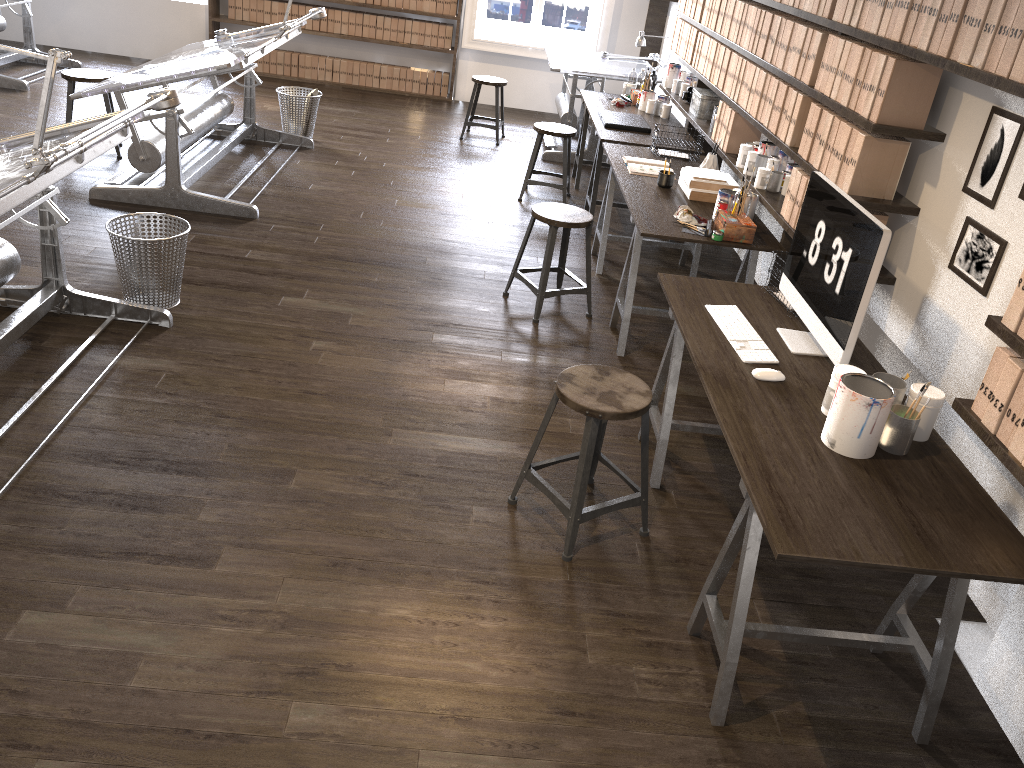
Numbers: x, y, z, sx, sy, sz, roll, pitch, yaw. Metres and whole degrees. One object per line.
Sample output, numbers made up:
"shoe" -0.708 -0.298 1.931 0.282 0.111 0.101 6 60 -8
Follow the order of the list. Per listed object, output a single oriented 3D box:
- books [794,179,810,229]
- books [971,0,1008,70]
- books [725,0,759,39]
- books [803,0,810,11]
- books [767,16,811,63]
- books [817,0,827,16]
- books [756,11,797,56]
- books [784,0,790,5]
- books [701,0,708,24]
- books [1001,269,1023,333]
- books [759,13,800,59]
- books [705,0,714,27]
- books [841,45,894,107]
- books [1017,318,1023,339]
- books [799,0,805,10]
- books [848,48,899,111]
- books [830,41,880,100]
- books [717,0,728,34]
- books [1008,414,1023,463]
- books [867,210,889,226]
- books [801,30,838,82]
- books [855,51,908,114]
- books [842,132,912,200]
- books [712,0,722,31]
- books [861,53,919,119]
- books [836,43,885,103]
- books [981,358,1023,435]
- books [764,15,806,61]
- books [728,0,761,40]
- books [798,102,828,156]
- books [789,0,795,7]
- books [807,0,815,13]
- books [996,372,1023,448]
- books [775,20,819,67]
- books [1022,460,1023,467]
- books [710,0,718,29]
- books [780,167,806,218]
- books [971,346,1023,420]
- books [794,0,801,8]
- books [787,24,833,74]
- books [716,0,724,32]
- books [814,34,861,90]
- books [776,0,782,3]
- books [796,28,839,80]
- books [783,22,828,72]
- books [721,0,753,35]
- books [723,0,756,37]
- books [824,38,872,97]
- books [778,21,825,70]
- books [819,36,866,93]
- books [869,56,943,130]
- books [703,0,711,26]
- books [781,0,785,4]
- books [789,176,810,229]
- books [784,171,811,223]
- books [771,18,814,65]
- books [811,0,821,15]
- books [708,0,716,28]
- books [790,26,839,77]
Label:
"books" 1.298 -0.725 3.692 0.174 0.221 0.068 7 26 -4
"books" 1.416 -0.985 2.472 0.174 0.221 0.068 7 26 -4
"books" 1.350 -2.105 5.147 0.174 0.221 0.068 7 26 -4
"books" 1.401 -1.743 3.900 0.174 0.221 0.068 7 26 -4
"books" 1.360 -1.664 4.322 0.174 0.221 0.068 7 26 -4
"books" 1.404 -1.645 3.719 0.174 0.221 0.068 7 26 -4
"books" 1.363 -1.769 4.521 0.174 0.221 0.068 7 26 -4
"books" 1.399 -1.879 4.155 0.174 0.221 0.068 7 26 -4
"books" 1.347 -2.444 5.780 0.174 0.221 0.068 7 26 -4
"books" 1.345 -0.226 2.188 0.174 0.221 0.068 7 26 -4
"books" 1.358 -1.734 4.454 0.174 0.221 0.068 7 26 -4
"books" 1.345 -2.374 5.649 0.174 0.221 0.068 7 26 -4
"books" 1.368 -1.150 3.350 0.174 0.221 0.068 7 26 -4
"books" 1.350 -0.191 2.125 0.174 0.221 0.068 7 26 -4
"books" 1.404 -1.776 3.964 0.174 0.221 0.068 7 26 -4
"books" 1.375 -1.117 3.290 0.174 0.221 0.068 7 26 -4
"books" 1.370 -1.212 3.467 0.174 0.221 0.068 7 26 -4
"books" 1.350 -2.206 5.335 0.174 0.221 0.068 7 26 -4
"books" 1.312 0.119 2.116 0.174 0.221 0.068 7 26 -4
"books" 1.303 -0.553 3.371 0.174 0.221 0.068 7 26 -4
"books" 1.370 -1.400 3.831 0.174 0.221 0.068 7 26 -4
"books" 1.376 -1.083 3.226 0.174 0.221 0.068 7 26 -4
"books" 1.337 -0.798 3.258 0.174 0.221 0.068 7 26 -4
"books" 1.348 -2.277 5.467 0.174 0.221 0.068 7 26 -4
"books" 1.372 -1.049 3.162 0.174 0.221 0.068 7 26 -4
"books" 1.372 -1.182 3.410 0.174 0.221 0.068 7 26 -4
"books" 1.308 0.056 2.233 0.174 0.221 0.068 7 26 -4
"books" 1.364 -1.697 4.386 0.174 0.221 0.068 7 26 -4
"books" 1.355 -2.073 5.087 0.174 0.221 0.068 7 26 -4
"books" 1.335 -1.067 3.761 0.174 0.221 0.068 7 26 -4
"books" 1.397 -1.844 4.089 0.174 0.221 0.068 7 26 -4
"books" 1.398 -1.708 3.835 0.174 0.221 0.068 7 26 -4
"books" 1.313 0.088 2.173 0.174 0.221 0.068 7 26 -4
"books" 1.365 -1.595 4.195 0.174 0.221 0.068 7 26 -4
"books" 1.311 0.150 2.056 0.174 0.221 0.068 7 26 -4
"books" 1.353 -2.312 5.534 0.174 0.221 0.068 7 26 -4
"books" 1.295 -0.825 3.879 0.174 0.221 0.068 7 26 -4
"books" 1.313 0.024 2.294 0.174 0.221 0.068 7 26 -4
"books" 1.402 -1.810 4.026 0.174 0.221 0.068 7 26 -4
"books" 1.364 -1.500 4.017 0.174 0.221 0.068 7 26 -4
"books" 1.354 -2.240 5.400 0.174 0.221 0.068 7 26 -4
"books" 1.372 -1.314 3.658 0.174 0.221 0.068 7 26 -4
"books" 1.394 -1.942 4.271 0.174 0.221 0.068 7 26 -4
"books" 1.367 -1.434 3.894 0.174 0.221 0.068 7 26 -4
"books" 1.365 -1.530 4.074 0.174 0.221 0.068 7 26 -4
"books" 1.355 -2.171 5.272 0.174 0.221 0.068 7 26 -4
"books" 1.355 -2.137 5.208 0.174 0.221 0.068 7 26 -4
"books" 1.368 -1.248 3.532 0.174 0.221 0.068 7 26 -4
"books" 1.360 -1.563 4.133 0.174 0.221 0.068 7 26 -4
"books" 1.371 -1.281 3.595 0.174 0.221 0.068 7 26 -4
"books" 1.377 -1.014 3.098 0.174 0.221 0.068 7 26 -4
"books" 1.344 -2.409 5.714 0.174 0.221 0.068 7 26 -4
"books" 1.400 -1.909 4.211 0.174 0.221 0.068 7 26 -4
"books" 1.293 -0.756 3.748 0.174 0.221 0.068 7 26 -4
"books" 1.292 -0.791 3.813 0.174 0.221 0.068 7 26 -4
"books" 1.365 -1.629 4.259 0.174 0.221 0.068 7 26 -4
"books" 1.399 -1.676 3.775 0.174 0.221 0.068 7 26 -4
"books" 1.350 -2.343 5.593 0.174 0.221 0.068 7 26 -4
"books" 1.363 -1.468 3.957 0.174 0.221 0.068 7 26 -4
